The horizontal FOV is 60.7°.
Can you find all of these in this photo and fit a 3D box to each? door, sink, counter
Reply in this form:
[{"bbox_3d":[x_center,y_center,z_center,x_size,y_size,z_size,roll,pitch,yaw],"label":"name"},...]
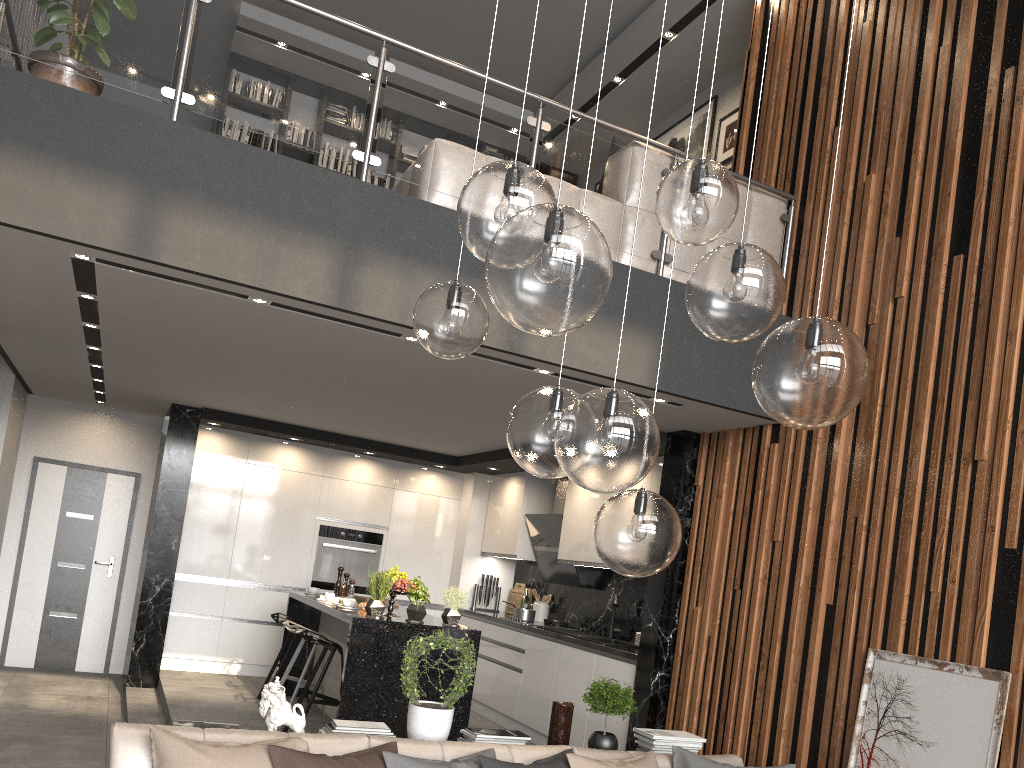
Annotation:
[{"bbox_3d":[-4.383,1.829,8.715,0.985,2.056,0.169,10,-4,-24],"label":"door"},{"bbox_3d":[0.675,1.920,6.978,0.503,0.538,1.121,11,-11,-23],"label":"sink"},{"bbox_3d":[0.407,2.120,7.489,0.617,0.039,3.485,13,-13,-22],"label":"counter"}]

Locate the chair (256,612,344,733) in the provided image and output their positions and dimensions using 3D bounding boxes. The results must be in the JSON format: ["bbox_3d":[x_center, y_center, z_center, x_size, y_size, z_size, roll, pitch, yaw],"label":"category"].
[{"bbox_3d":[-1.572,2.177,6.598,0.439,0.725,1.742,10,-11,-23],"label":"chair"}]

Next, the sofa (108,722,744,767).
[{"bbox_3d":[0.116,1.856,3.087,3.282,0.807,1.890,13,-12,-23],"label":"sofa"}]

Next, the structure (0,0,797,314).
[{"bbox_3d":[-0.953,-0.956,5.776,4.271,0.729,3.403,13,-13,-23],"label":"structure"}]

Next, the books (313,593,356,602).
[{"bbox_3d":[-1.425,1.726,7.048,0.326,0.038,0.173,13,-13,-24],"label":"books"}]

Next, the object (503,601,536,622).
[{"bbox_3d":[0.075,2.098,8.060,0.203,0.151,0.349,14,-12,-32],"label":"object"}]

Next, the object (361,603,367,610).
[{"bbox_3d":[-1.065,1.625,6.401,0.074,0.058,0.061,8,-8,-2],"label":"object"}]

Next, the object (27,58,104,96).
[{"bbox_3d":[-1.823,-1.850,3.879,0.775,1.451,0.534,8,-4,-3],"label":"object"}]

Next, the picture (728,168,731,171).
[{"bbox_3d":[1.674,-1.352,6.620,0.025,0.634,0.649,9,-8,-23],"label":"picture"}]

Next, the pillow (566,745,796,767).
[{"bbox_3d":[0.894,1.954,3.853,1.380,0.540,0.777,7,-9,6],"label":"pillow"}]

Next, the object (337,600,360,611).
[{"bbox_3d":[-1.148,1.557,6.155,0.154,0.069,0.159,1,-13,34],"label":"object"}]

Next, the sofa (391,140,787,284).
[{"bbox_3d":[0.163,-0.825,5.735,2.303,0.770,2.305,13,-12,-23],"label":"sofa"}]

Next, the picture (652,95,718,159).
[{"bbox_3d":[1.402,-1.936,7.481,0.025,0.645,0.999,9,-9,-23],"label":"picture"}]

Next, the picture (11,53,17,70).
[{"bbox_3d":[-4.430,-2.634,7.319,0.510,0.406,0.025,12,-4,-24],"label":"picture"}]

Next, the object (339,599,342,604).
[{"bbox_3d":[-1.257,1.656,6.629,0.075,0.042,0.128,14,-13,-30],"label":"object"}]

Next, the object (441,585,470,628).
[{"bbox_3d":[-0.400,1.537,6.074,0.222,0.280,0.213,9,-6,-10],"label":"object"}]

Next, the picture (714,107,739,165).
[{"bbox_3d":[1.731,-1.932,6.718,0.025,0.405,0.508,9,-8,-23],"label":"picture"}]

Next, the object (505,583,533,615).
[{"bbox_3d":[0.069,2.193,8.911,0.098,0.326,0.403,10,-8,-23],"label":"object"}]

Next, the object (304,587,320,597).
[{"bbox_3d":[-1.651,1.727,7.267,0.154,0.069,0.159,1,-13,34],"label":"object"}]

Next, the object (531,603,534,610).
[{"bbox_3d":[0.156,2.208,8.539,0.182,0.160,0.274,12,-10,-23],"label":"object"}]

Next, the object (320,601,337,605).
[{"bbox_3d":[-1.322,1.669,6.640,0.230,0.003,0.230,13,-13,-23],"label":"object"}]

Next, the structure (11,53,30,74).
[{"bbox_3d":[-3.549,-0.884,4.656,1.190,5.972,3.610,9,-6,-23],"label":"structure"}]

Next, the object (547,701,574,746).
[{"bbox_3d":[0.242,1.729,4.391,0.110,0.264,0.109,9,-5,-18],"label":"object"}]

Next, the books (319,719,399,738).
[{"bbox_3d":[-0.689,1.600,3.984,0.352,0.098,0.195,13,-11,-24],"label":"books"}]

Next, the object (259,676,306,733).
[{"bbox_3d":[-0.995,1.425,3.819,0.207,0.286,0.137,9,-5,-5],"label":"object"}]

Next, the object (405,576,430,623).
[{"bbox_3d":[-0.640,1.460,5.937,0.180,0.308,0.174,9,-5,-13],"label":"object"}]

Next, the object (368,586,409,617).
[{"bbox_3d":[-0.860,1.558,6.245,0.365,0.185,0.376,2,-12,30],"label":"object"}]

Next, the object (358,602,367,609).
[{"bbox_3d":[-1.074,1.635,6.455,0.132,0.059,0.070,13,-10,-24],"label":"object"}]

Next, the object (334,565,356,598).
[{"bbox_3d":[-1.420,1.714,7.561,0.153,0.280,0.199,12,-7,-40],"label":"object"}]

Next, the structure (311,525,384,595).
[{"bbox_3d":[-1.763,1.809,9.031,0.662,0.624,0.655,11,-9,-23],"label":"structure"}]

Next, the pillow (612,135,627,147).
[{"bbox_3d":[0.783,-0.988,5.654,0.759,0.538,1.415,7,-11,7],"label":"pillow"}]

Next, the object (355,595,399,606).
[{"bbox_3d":[-1.187,1.895,7.654,0.294,0.030,0.404,13,-13,-23],"label":"object"}]

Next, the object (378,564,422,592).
[{"bbox_3d":[-0.833,1.399,6.265,0.352,0.212,0.321,13,-10,-26],"label":"object"}]

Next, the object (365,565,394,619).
[{"bbox_3d":[-0.879,1.379,5.850,0.195,0.364,0.190,6,-5,21],"label":"object"}]

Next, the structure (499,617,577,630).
[{"bbox_3d":[0.233,2.160,7.882,0.516,0.059,0.605,13,-13,-23],"label":"structure"}]

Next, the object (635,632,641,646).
[{"bbox_3d":[1.048,1.848,6.356,0.303,0.192,0.307,12,-10,-20],"label":"object"}]

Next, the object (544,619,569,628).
[{"bbox_3d":[0.355,2.114,7.758,0.232,0.059,0.359,-3,-16,44],"label":"object"}]

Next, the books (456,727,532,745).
[{"bbox_3d":[-0.098,1.735,4.249,0.329,0.098,0.206,13,-12,-23],"label":"books"}]

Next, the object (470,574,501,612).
[{"bbox_3d":[-0.254,2.153,9.023,0.325,0.368,0.067,11,-4,-24],"label":"object"}]

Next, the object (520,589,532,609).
[{"bbox_3d":[0.139,2.163,8.619,0.090,0.279,0.082,10,-4,-23],"label":"object"}]

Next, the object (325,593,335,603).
[{"bbox_3d":[-1.391,1.635,6.685,0.076,0.070,0.086,4,-9,26],"label":"object"}]

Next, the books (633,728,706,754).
[{"bbox_3d":[0.822,1.917,4.613,0.336,0.148,0.201,13,-10,-23],"label":"books"}]

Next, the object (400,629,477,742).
[{"bbox_3d":[-0.367,1.431,4.111,0.392,0.568,0.215,14,-7,-43],"label":"object"}]

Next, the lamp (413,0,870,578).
[{"bbox_3d":[0.515,-2.023,2.103,1.245,4.935,1.230,10,-4,-26],"label":"lamp"}]

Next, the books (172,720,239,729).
[{"bbox_3d":[-1.292,1.469,3.691,0.296,0.053,0.185,12,-12,-19],"label":"books"}]

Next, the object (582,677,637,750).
[{"bbox_3d":[0.485,1.717,4.506,0.308,0.403,0.277,5,-7,26],"label":"object"}]

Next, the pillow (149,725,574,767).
[{"bbox_3d":[-0.397,1.665,3.381,1.964,0.493,0.545,13,-9,-25],"label":"pillow"}]

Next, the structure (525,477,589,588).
[{"bbox_3d":[0.447,1.309,7.971,0.418,1.017,0.741,10,-6,-23],"label":"structure"}]

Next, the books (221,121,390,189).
[{"bbox_3d":[-1.117,-1.334,8.472,3.478,2.301,0.212,12,-5,-24],"label":"books"}]

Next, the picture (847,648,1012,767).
[{"bbox_3d":[1.761,1.693,3.817,0.102,0.985,0.732,9,-6,-23],"label":"picture"}]

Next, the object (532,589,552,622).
[{"bbox_3d":[0.282,2.109,8.321,0.177,0.301,0.158,10,-5,-20],"label":"object"}]

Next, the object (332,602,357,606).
[{"bbox_3d":[-1.267,1.670,6.627,0.191,0.011,0.196,6,-12,9],"label":"object"}]

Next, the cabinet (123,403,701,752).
[{"bbox_3d":[-0.935,1.334,7.028,3.660,3.195,6.250,11,-11,-23],"label":"cabinet"}]

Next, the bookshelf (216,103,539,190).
[{"bbox_3d":[-1.127,-1.290,8.477,3.561,2.485,0.248,12,-5,-24],"label":"bookshelf"}]
